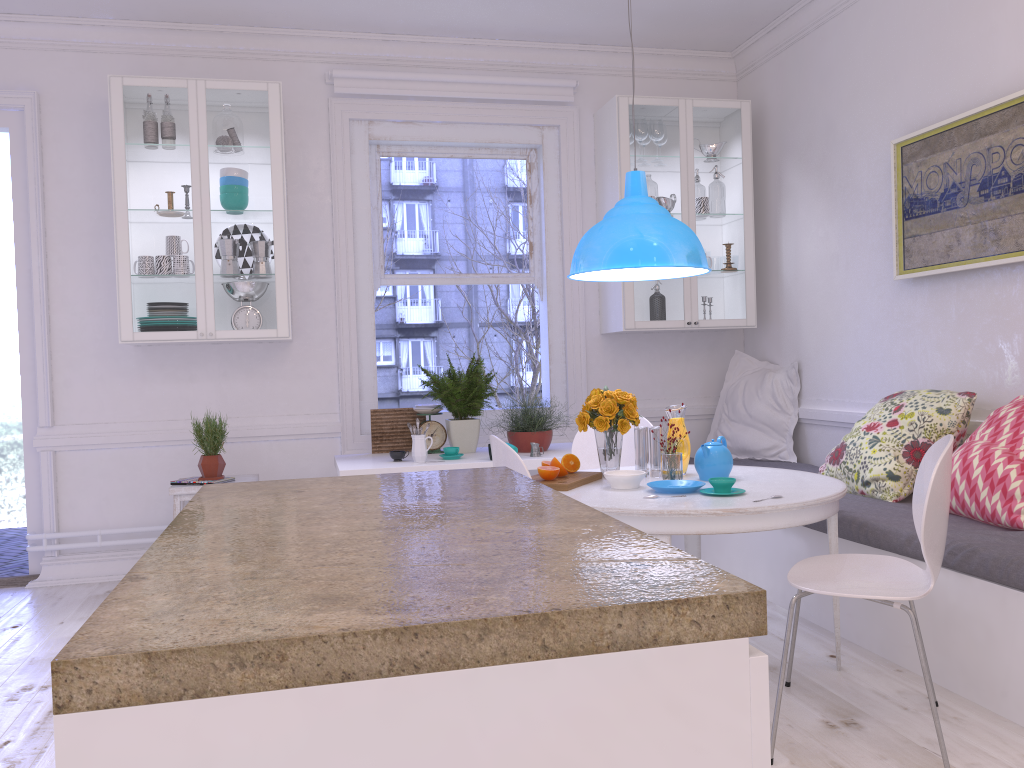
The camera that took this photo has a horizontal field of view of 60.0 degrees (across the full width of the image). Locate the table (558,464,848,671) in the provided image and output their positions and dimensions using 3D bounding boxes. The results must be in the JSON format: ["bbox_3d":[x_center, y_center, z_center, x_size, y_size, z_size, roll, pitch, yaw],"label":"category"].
[{"bbox_3d":[0.598,0.669,3.172,1.140,0.629,1.140,-1,1,15],"label":"table"}]

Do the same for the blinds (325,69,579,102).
[{"bbox_3d":[-0.317,-1.688,5.042,1.451,0.131,0.136,-2,1,-13],"label":"blinds"}]

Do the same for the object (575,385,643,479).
[{"bbox_3d":[0.373,0.181,3.357,0.235,0.351,0.234,-1,2,42],"label":"object"}]

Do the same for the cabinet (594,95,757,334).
[{"bbox_3d":[0.958,-0.968,5.200,0.823,1.311,0.425,-2,1,-13],"label":"cabinet"}]

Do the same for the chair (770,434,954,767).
[{"bbox_3d":[0.989,0.565,2.512,0.483,0.845,0.604,-1,1,22],"label":"chair"}]

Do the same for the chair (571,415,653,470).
[{"bbox_3d":[0.384,0.553,3.835,0.604,0.845,0.483,-1,2,32],"label":"chair"}]

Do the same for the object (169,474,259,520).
[{"bbox_3d":[-1.459,0.754,4.379,0.418,0.534,0.599,-2,1,-13],"label":"object"}]

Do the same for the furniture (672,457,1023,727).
[{"bbox_3d":[1.505,0.688,3.684,0.769,0.508,3.296,-2,1,-13],"label":"furniture"}]

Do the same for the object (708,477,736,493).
[{"bbox_3d":[0.685,0.331,2.889,0.088,0.043,0.088,-2,1,-6],"label":"object"}]

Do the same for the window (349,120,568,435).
[{"bbox_3d":[-0.315,-0.624,5.253,1.234,1.782,0.181,-2,1,-13],"label":"window"}]

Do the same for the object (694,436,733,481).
[{"bbox_3d":[0.739,0.272,3.240,0.156,0.151,0.150,-2,1,-10],"label":"object"}]

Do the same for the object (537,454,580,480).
[{"bbox_3d":[0.152,0.305,3.282,0.129,0.075,0.285,-1,1,23],"label":"object"}]

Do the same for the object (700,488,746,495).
[{"bbox_3d":[0.686,0.352,2.890,0.147,0.011,0.147,-2,1,-11],"label":"object"}]

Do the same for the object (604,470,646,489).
[{"bbox_3d":[0.395,0.336,3.106,0.147,0.052,0.147,-1,2,29],"label":"object"}]

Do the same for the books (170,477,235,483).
[{"bbox_3d":[-1.529,0.474,4.391,0.246,0.007,0.180,-1,1,17],"label":"books"}]

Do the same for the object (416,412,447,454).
[{"bbox_3d":[-0.430,0.259,4.690,0.159,0.208,0.185,-2,1,-13],"label":"object"}]

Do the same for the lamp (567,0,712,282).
[{"bbox_3d":[0.471,-1.405,3.501,0.568,1.948,0.568,-1,1,21],"label":"lamp"}]

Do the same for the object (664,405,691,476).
[{"bbox_3d":[0.632,0.214,3.384,0.094,0.267,0.116,-2,1,14],"label":"object"}]

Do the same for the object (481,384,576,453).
[{"bbox_3d":[0.105,0.181,4.597,0.668,0.367,0.531,-2,1,11],"label":"object"}]

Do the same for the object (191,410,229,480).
[{"bbox_3d":[-1.482,0.285,4.389,0.196,0.367,0.186,-1,2,32],"label":"object"}]

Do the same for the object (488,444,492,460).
[{"bbox_3d":[-0.086,0.323,4.201,0.055,0.077,0.070,-2,1,12],"label":"object"}]

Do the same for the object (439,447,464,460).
[{"bbox_3d":[-0.295,0.338,4.329,0.121,0.055,0.121,-1,2,27],"label":"object"}]

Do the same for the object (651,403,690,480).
[{"bbox_3d":[0.582,0.211,3.174,0.128,0.287,0.128,-2,1,-12],"label":"object"}]

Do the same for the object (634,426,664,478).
[{"bbox_3d":[0.525,0.258,3.386,0.101,0.186,0.122,-1,1,17],"label":"object"}]

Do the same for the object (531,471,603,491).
[{"bbox_3d":[0.168,0.354,3.261,0.224,0.024,0.347,-1,2,27],"label":"object"}]

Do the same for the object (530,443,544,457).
[{"bbox_3d":[0.119,0.319,4.315,0.066,0.067,0.052,-2,1,-13],"label":"object"}]

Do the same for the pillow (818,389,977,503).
[{"bbox_3d":[1.630,0.249,3.739,0.509,0.447,0.592,-2,1,-8],"label":"pillow"}]

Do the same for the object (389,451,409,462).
[{"bbox_3d":[-0.553,0.350,4.300,0.082,0.048,0.079,-1,2,36],"label":"object"}]

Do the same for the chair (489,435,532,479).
[{"bbox_3d":[0.181,0.580,2.974,0.483,0.845,0.604,-2,1,-13],"label":"chair"}]

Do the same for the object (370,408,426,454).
[{"bbox_3d":[-0.607,0.248,4.757,0.294,0.237,0.028,-2,1,-13],"label":"object"}]

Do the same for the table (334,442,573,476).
[{"bbox_3d":[-0.114,0.665,4.526,1.514,0.619,0.736,-2,1,-13],"label":"table"}]

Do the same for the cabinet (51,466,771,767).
[{"bbox_3d":[-0.184,0.629,1.386,0.654,0.842,1.167,-2,1,-13],"label":"cabinet"}]

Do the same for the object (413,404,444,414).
[{"bbox_3d":[-0.441,0.132,4.696,0.164,0.047,0.163,-1,2,36],"label":"object"}]

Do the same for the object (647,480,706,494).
[{"bbox_3d":[0.553,0.347,2.989,0.196,0.023,0.196,-3,1,-26],"label":"object"}]

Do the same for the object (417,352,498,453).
[{"bbox_3d":[-0.268,0.094,4.606,0.438,0.527,0.368,-2,1,-13],"label":"object"}]

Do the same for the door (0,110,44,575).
[{"bbox_3d":[-3.104,-0.181,5.045,1.009,2.474,1.021,-2,1,-13],"label":"door"}]

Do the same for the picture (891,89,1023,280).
[{"bbox_3d":[1.843,-0.777,3.549,0.020,0.629,0.971,-2,1,-13],"label":"picture"}]

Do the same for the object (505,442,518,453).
[{"bbox_3d":[-0.016,0.314,4.292,0.069,0.059,0.082,-3,2,-35],"label":"object"}]

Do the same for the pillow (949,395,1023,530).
[{"bbox_3d":[1.784,0.264,3.073,0.491,0.424,0.587,-2,1,-10],"label":"pillow"}]

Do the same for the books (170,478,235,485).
[{"bbox_3d":[-1.529,0.483,4.391,0.246,0.011,0.180,-1,1,17],"label":"books"}]

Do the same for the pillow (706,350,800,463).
[{"bbox_3d":[1.405,0.118,5.155,0.374,0.642,0.677,-3,2,-43],"label":"pillow"}]

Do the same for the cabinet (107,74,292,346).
[{"bbox_3d":[-1.590,-0.871,4.600,0.823,1.311,0.425,-2,1,-13],"label":"cabinet"}]
